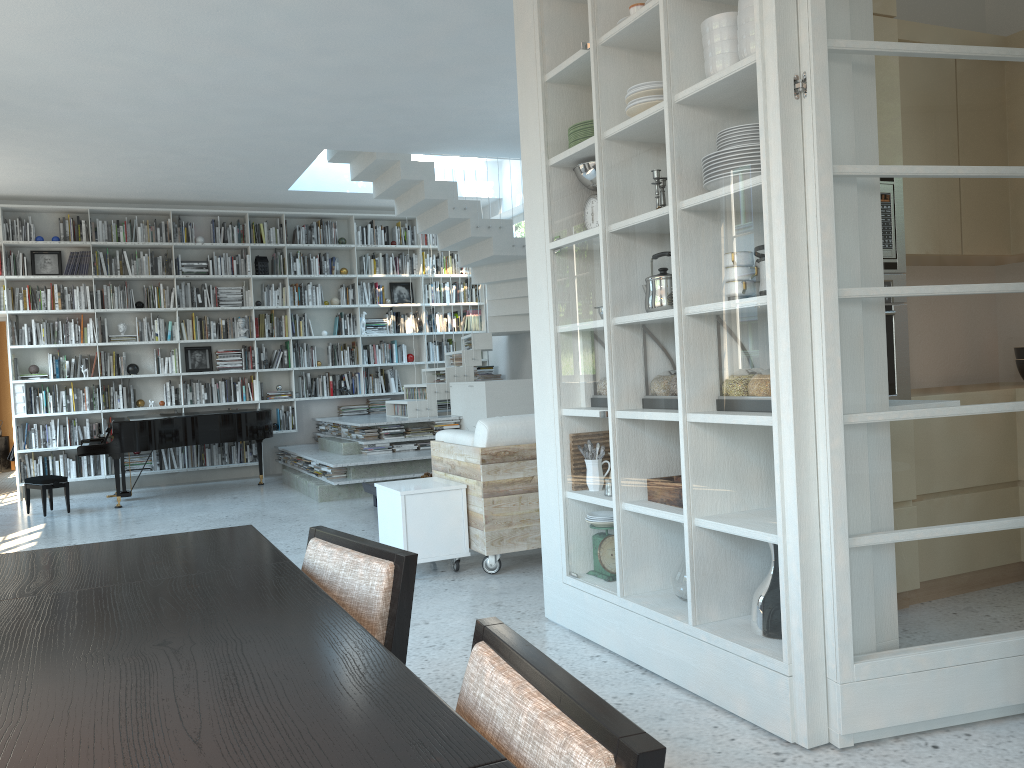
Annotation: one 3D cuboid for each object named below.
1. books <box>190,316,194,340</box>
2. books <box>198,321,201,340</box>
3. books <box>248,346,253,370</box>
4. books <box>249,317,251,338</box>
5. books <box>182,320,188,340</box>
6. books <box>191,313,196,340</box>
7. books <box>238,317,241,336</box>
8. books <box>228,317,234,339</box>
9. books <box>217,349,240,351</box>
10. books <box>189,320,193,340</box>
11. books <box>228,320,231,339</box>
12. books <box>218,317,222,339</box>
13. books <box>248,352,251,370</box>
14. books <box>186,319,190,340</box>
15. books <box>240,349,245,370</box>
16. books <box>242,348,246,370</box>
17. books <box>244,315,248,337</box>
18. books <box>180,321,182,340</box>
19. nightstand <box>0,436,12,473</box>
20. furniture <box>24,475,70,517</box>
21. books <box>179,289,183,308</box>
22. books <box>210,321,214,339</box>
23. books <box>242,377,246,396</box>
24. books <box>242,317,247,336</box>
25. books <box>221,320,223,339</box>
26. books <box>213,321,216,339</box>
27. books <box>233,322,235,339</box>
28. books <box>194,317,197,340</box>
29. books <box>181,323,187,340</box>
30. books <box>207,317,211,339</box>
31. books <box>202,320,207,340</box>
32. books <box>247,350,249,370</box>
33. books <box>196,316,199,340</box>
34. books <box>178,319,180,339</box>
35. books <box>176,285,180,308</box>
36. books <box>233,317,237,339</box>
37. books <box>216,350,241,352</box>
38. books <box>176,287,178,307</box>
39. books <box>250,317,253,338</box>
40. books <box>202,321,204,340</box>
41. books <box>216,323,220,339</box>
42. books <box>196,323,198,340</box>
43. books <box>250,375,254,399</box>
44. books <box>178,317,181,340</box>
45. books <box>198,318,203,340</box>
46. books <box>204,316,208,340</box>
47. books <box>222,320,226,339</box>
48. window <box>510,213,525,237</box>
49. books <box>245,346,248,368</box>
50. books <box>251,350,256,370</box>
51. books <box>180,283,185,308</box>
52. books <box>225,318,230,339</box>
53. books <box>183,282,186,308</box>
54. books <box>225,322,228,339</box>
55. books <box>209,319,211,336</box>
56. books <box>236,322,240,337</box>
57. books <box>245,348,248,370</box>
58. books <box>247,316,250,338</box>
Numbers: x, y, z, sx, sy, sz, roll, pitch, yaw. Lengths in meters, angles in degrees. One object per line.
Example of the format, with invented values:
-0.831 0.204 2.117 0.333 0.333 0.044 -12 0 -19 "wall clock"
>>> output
-3.712 -0.641 10.293 0.010 0.284 0.136 -4 2 -25 "books"
-3.648 -0.617 10.315 0.024 0.228 0.147 -4 2 -25 "books"
-3.110 -0.306 10.542 0.011 0.279 0.186 -4 2 -25 "books"
-3.126 -0.664 10.550 0.014 0.261 0.137 -4 2 -25 "books"
-3.779 -0.615 10.246 0.042 0.242 0.162 -4 2 -25 "books"
-3.684 -0.659 10.258 0.014 0.317 0.188 -4 2 -25 "books"
-3.228 -0.659 10.507 0.014 0.263 0.135 -4 2 -25 "books"
-3.311 -0.652 10.451 0.025 0.259 0.150 -4 2 -25 "books"
-3.342 -0.400 10.442 0.254 0.012 0.161 -3 1 -21 "books"
-3.724 -0.618 10.274 0.029 0.240 0.155 -4 2 -25 "books"
-3.341 -0.636 10.458 0.025 0.230 0.143 -4 2 -25 "books"
-3.426 -0.645 10.405 0.014 0.259 0.161 -4 2 -25 "books"
-3.130 -0.274 10.552 0.021 0.217 0.132 -4 2 -25 "books"
-3.752 -0.620 10.268 0.026 0.248 0.139 -4 2 -25 "books"
-3.194 -0.288 10.509 0.012 0.254 0.161 -4 2 -25 "books"
-3.182 -0.292 10.511 0.011 0.261 0.184 -4 2 -25 "books"
-3.159 -0.671 10.539 0.025 0.279 0.108 -4 2 -25 "books"
-3.830 -0.609 10.237 0.011 0.235 0.142 -4 2 -25 "books"
-7.768 1.053 13.075 0.650 0.518 0.430 -3 1 -22 "nightstand"
-4.310 1.025 8.222 0.467 0.353 0.239 -2 2 40 "furniture"
-3.827 -0.975 10.234 0.027 0.228 0.147 -4 2 -25 "books"
-3.514 -0.618 10.361 0.024 0.216 0.175 -4 1 -25 "books"
-3.182 0.062 10.536 0.010 0.284 0.132 -4 2 -25 "books"
-3.177 -0.660 10.520 0.025 0.260 0.130 -4 2 -25 "books"
-3.413 -0.633 10.406 0.010 0.234 0.175 -4 1 -25 "books"
-3.489 -0.619 10.373 0.030 0.215 0.168 -4 1 -25 "books"
-3.296 -0.627 10.476 0.022 0.206 0.114 -4 2 -25 "books"
-3.670 -0.634 10.264 0.015 0.267 0.189 -4 2 -25 "books"
-3.790 -0.598 10.228 0.053 0.209 0.156 -4 1 -25 "books"
-3.543 -0.642 10.332 0.027 0.268 0.190 -4 2 -25 "books"
-3.587 -0.624 10.336 0.025 0.236 0.137 -4 2 -25 "books"
-3.147 -0.281 10.546 0.013 0.232 0.134 -4 2 -25 "books"
-3.656 -0.642 10.287 0.010 0.281 0.170 -4 2 -25 "books"
-3.847 -0.618 10.220 0.012 0.254 0.161 -4 2 -25 "books"
-3.846 -0.993 10.208 0.026 0.267 0.170 -4 2 -25 "books"
-3.274 -0.654 10.479 0.024 0.259 0.126 -4 2 -25 "books"
-3.343 -0.388 10.444 0.254 0.012 0.161 -3 1 -28 "books"
-3.867 -0.985 10.210 0.012 0.254 0.161 -4 2 -25 "books"
-3.113 -0.667 10.564 0.023 0.265 0.107 -4 2 -25 "books"
-3.601 -0.619 10.321 0.012 0.228 0.169 -4 1 -25 "books"
-3.458 -0.613 10.401 0.050 0.199 0.145 -4 1 -25 "books"
-3.671 -0.623 10.299 0.010 0.245 0.149 -4 2 -25 "books"
-3.097 0.049 10.565 0.011 0.300 0.149 -4 2 -25 "books"
-3.842 -0.632 10.233 0.010 0.282 0.140 -4 2 -25 "books"
-3.628 -0.633 10.331 0.028 0.259 0.134 -4 2 -25 "books"
-3.568 -0.649 10.337 0.013 0.284 0.176 -4 2 -25 "books"
-3.391 -0.629 10.405 0.029 0.224 0.185 -4 1 -25 "books"
0.226 -1.518 10.902 0.042 1.226 1.117 -4 1 -25 "window"
-3.156 -0.308 10.535 0.011 0.288 0.152 -4 2 -25 "books"
-3.084 -0.282 10.543 0.034 0.229 0.199 -4 1 -25 "books"
-3.797 -1.011 10.228 0.026 0.297 0.179 -4 2 -25 "books"
-3.343 -0.643 10.417 0.012 0.245 0.186 -4 1 -25 "books"
-3.788 -1.020 10.253 0.014 0.313 0.133 -4 2 -25 "books"
-3.365 -0.619 10.419 0.029 0.200 0.178 -4 1 -25 "books"
-3.536 -0.635 10.365 0.011 0.251 0.130 -4 2 -25 "books"
-3.245 -0.627 10.490 0.035 0.201 0.149 -4 1 -25 "books"
-3.166 -0.291 10.531 0.013 0.256 0.162 -4 2 -25 "books"
-3.134 -0.666 10.533 0.014 0.266 0.154 -4 2 -25 "books"
